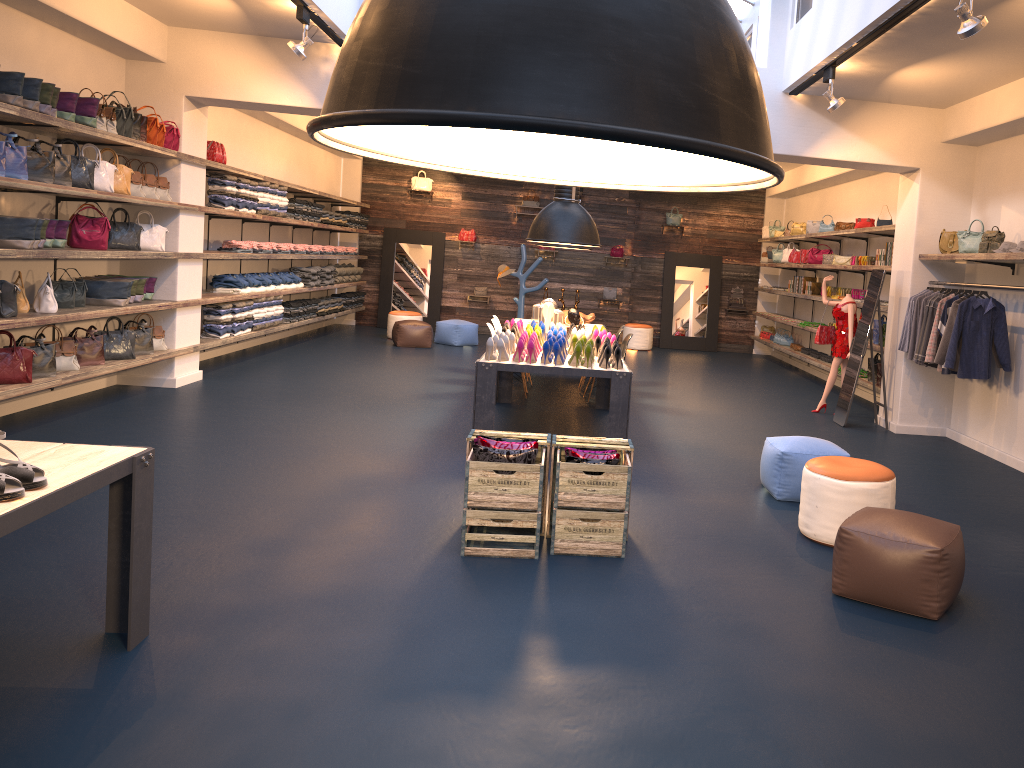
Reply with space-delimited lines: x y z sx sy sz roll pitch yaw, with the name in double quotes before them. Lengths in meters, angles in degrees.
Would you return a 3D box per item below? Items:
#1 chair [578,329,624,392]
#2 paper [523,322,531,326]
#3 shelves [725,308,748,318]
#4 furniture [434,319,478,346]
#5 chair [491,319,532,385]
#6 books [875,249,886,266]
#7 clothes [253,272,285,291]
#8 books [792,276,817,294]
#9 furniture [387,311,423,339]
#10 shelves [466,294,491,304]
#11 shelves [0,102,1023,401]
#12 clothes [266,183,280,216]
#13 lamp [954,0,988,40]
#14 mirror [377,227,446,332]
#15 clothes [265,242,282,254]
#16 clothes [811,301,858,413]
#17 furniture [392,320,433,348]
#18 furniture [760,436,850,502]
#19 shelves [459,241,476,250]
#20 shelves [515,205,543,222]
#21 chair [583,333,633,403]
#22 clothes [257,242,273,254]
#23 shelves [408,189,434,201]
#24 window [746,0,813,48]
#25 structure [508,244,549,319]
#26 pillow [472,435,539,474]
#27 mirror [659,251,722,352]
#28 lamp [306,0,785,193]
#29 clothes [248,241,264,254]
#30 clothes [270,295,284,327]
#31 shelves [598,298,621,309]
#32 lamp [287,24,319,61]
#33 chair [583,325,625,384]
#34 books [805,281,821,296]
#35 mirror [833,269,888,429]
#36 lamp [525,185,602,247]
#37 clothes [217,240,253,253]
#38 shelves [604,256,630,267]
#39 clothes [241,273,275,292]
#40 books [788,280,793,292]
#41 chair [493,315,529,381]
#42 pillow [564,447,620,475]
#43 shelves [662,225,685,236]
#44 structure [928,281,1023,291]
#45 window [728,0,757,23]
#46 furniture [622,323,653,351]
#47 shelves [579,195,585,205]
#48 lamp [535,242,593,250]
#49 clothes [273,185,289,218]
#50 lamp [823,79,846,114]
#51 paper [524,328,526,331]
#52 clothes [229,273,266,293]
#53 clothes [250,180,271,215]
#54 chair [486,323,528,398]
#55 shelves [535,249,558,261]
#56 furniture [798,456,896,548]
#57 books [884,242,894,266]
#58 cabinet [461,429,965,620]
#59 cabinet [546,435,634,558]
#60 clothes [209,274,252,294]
"chair" 1.080 -0.301 10.699 0.552 0.797 0.462 4 5 -3
"paper" 0.296 -0.757 10.990 0.327 0.014 0.741 6 9 10
"shelves" 4.497 -1.416 17.401 0.458 0.156 0.243 4 7 -4
"furniture" -0.939 -0.887 14.804 0.600 0.420 0.701 10 9 37
"chair" 0.003 -0.374 10.591 0.539 0.797 0.474 5 5 6
"books" 4.643 -1.561 10.758 0.181 0.209 0.318 4 7 1
"clothes" -3.300 -1.377 11.608 0.429 0.239 0.427 4 7 -2
"books" 4.970 -1.680 14.751 0.241 0.286 0.637 4 8 0
"furniture" -1.839 -1.007 14.910 0.582 0.477 0.583 5 7 1
"shelves" -0.653 -1.644 16.838 0.458 0.142 0.243 4 7 -4
"shelves" 0.480 -0.846 8.625 8.707 2.212 16.835 5 8 1
"clothes" -3.162 -2.371 11.121 0.262 0.453 0.344 5 6 12
"lamp" 2.717 -2.186 5.135 0.167 0.326 0.261 9 7 44
"mirror" -1.927 -2.000 16.681 1.174 1.907 0.264 4 4 -6
"clothes" -3.254 -1.818 11.578 0.326 0.154 0.347 4 8 -6
"clothes" 3.914 -0.312 10.359 0.482 1.378 0.334 3 4 -16
"furniture" -1.603 -0.826 14.018 0.682 0.420 0.619 2 7 -17
"furniture" 2.180 0.609 6.455 0.658 0.420 0.644 4 7 -3
"shelves" -0.868 -2.670 16.736 0.308 0.156 0.244 4 7 -3
"shelves" 0.340 -3.273 16.818 0.566 0.315 0.243 4 6 -5
"chair" 1.103 -0.200 10.034 0.560 0.797 0.455 3 5 -9
"clothes" -3.298 -1.765 11.244 0.337 0.158 0.334 7 8 19
"shelves" -1.741 -3.607 16.576 0.458 0.156 0.243 4 7 -4
"window" 0.659 -3.970 7.993 4.512 0.647 11.317 5 8 2
"structure" 0.224 -1.663 15.994 0.912 1.798 0.183 6 4 23
"pillow" -0.037 0.451 4.786 0.360 0.347 0.435 4 7 -1
"mirror" 3.563 -1.636 17.289 1.174 1.907 0.264 4 4 -6
"lamp" 0.112 -1.146 1.264 0.755 1.638 0.649 1 5 -33
"clothes" -3.298 -1.715 10.861 0.326 0.154 0.347 4 8 -6
"clothes" -3.226 -0.993 11.578 0.262 0.453 0.344 5 6 12
"shelves" 1.917 -1.581 17.114 0.458 0.182 0.243 4 7 -4
"lamp" -1.785 -2.891 7.375 0.259 0.326 0.168 1 6 -32
"chair" 1.184 -0.391 11.364 0.548 0.797 0.466 4 5 -1
"books" 4.948 -1.569 14.266 0.183 0.211 0.329 4 7 0
"mirror" 3.970 -0.406 9.706 0.529 1.756 0.502 4 4 -2
"lamp" 0.519 -2.089 7.846 0.724 1.638 0.679 3 5 -10
"clothes" -3.342 -1.662 10.527 0.337 0.158 0.334 7 8 19
"shelves" 2.058 -2.404 17.087 0.502 0.183 0.200 4 6 -5
"clothes" -3.325 -1.318 11.200 0.429 0.239 0.427 4 7 -2
"books" 4.965 -1.710 15.221 0.181 0.209 0.318 4 7 1
"chair" 0.003 -0.473 11.258 0.552 0.797 0.462 4 5 -3
"pillow" 0.445 0.503 4.939 0.312 0.317 0.458 4 7 0
"shelves" 3.183 -3.034 17.137 0.458 0.176 0.243 4 7 -4
"structure" 4.233 -0.474 5.045 0.039 0.038 8.718 5 8 3
"window" 0.486 -4.400 4.403 4.352 0.832 18.767 5 8 2
"furniture" 2.400 -0.901 16.560 0.582 0.477 0.583 5 7 1
"shelves" 1.182 -3.591 16.884 0.458 0.177 0.243 4 7 -4
"lamp" 0.684 -2.475 10.542 0.649 1.638 0.754 7 6 35
"clothes" -3.140 -2.422 11.480 0.262 0.453 0.344 5 6 12
"lamp" 2.876 -2.567 7.788 0.226 0.326 0.193 7 6 26
"paper" 0.335 -0.645 10.257 0.309 0.014 0.783 12 11 39
"clothes" -3.351 -1.261 10.801 0.410 0.239 0.446 6 8 14
"clothes" -3.182 -2.324 10.795 0.262 0.453 0.344 5 6 12
"chair" -0.039 -0.279 9.929 0.552 0.797 0.462 4 5 -3
"shelves" 0.668 -2.506 16.910 0.458 0.209 0.243 4 7 -4
"furniture" 2.094 0.726 5.424 0.582 0.477 0.583 5 7 1
"books" 4.647 -1.530 10.288 0.241 0.286 0.637 4 8 0
"cabinet" 1.006 0.710 4.703 2.730 0.544 0.769 6 7 10
"cabinet" 0.446 0.628 4.946 0.476 0.545 0.555 4 6 -1
"clothes" -3.377 -1.198 10.360 0.429 0.239 0.427 4 7 -2
